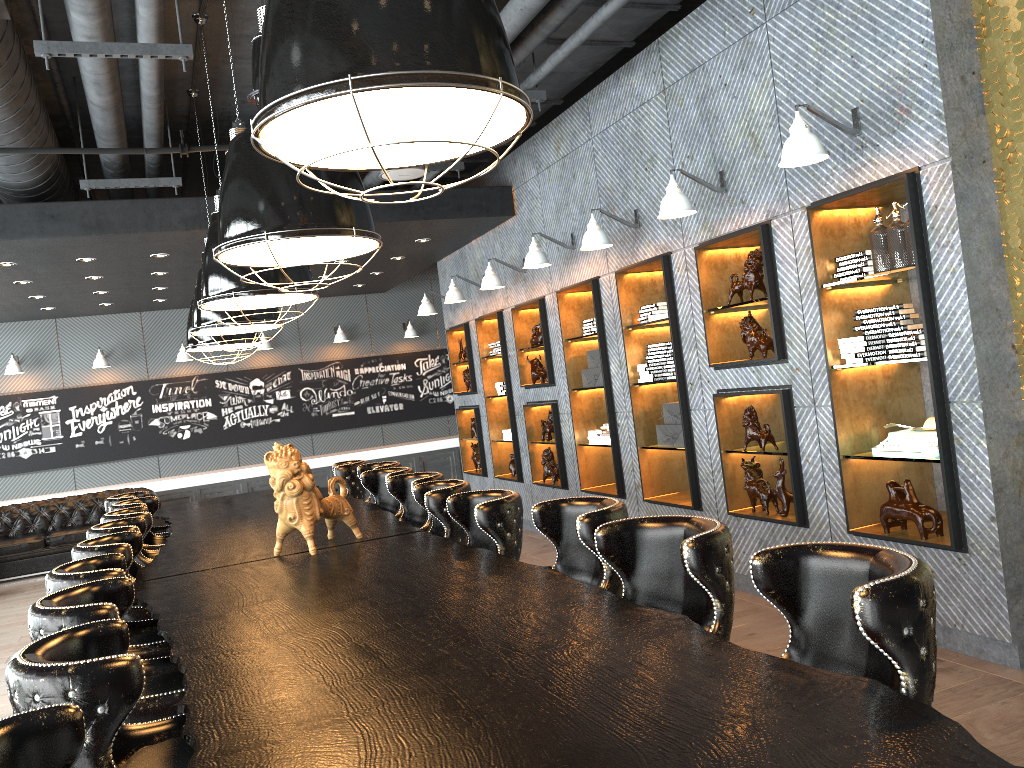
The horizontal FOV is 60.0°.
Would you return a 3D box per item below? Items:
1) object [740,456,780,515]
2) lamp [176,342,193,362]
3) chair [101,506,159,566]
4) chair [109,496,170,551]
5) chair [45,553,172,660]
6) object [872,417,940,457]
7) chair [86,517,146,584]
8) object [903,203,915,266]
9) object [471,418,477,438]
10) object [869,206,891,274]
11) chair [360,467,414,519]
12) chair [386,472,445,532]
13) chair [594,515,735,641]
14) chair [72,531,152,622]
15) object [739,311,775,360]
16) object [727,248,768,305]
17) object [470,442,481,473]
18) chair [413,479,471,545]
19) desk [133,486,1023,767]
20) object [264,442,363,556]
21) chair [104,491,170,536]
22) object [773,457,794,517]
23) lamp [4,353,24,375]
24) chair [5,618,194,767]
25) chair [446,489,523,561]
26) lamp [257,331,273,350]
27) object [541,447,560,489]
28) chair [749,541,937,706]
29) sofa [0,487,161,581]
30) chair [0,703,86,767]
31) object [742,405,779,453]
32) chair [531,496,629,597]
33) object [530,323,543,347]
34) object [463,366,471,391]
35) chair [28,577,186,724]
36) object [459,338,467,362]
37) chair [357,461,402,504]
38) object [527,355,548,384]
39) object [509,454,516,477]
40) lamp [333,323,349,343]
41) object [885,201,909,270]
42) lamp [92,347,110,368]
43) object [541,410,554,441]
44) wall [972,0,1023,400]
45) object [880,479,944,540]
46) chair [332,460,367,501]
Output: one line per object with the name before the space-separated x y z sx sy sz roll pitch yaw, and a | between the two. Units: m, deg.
object | 1.603 0.650 5.716 0.168 0.359 0.266 -7 0 -29
lamp | -4.783 -0.478 12.993 0.244 0.287 0.489 -7 0 -6
chair | -2.174 1.304 5.486 0.568 1.092 0.504 -7 0 -25
chair | -2.427 1.333 6.155 0.568 1.092 0.504 -7 0 -13
chair | -1.441 1.217 3.455 0.568 1.092 0.504 -7 0 -24
object | 2.172 0.270 4.662 0.484 0.149 0.534 -7 0 -23
chair | -1.943 1.276 4.822 0.568 1.092 0.504 -7 0 -19
object | 1.976 -0.748 4.331 0.108 0.349 0.109 -7 -1 38
object | -0.397 0.524 10.759 0.126 0.249 0.253 -7 0 43
object | 1.893 -0.738 4.546 0.108 0.349 0.109 -7 0 23
chair | -0.885 1.142 6.007 0.568 1.092 0.504 -7 0 -31
chair | -0.626 1.112 5.352 0.568 1.092 0.504 -7 0 -27
chair | 0.435 0.986 2.670 0.568 1.092 0.504 -7 0 -29
chair | -1.691 1.246 4.157 0.568 1.092 0.504 -7 0 -17
object | 1.549 -0.299 5.560 0.159 0.338 0.242 -7 0 -17
object | 1.485 -0.679 5.617 0.152 0.325 0.292 -7 0 -24
object | -0.391 0.879 10.720 0.170 0.362 0.268 -7 0 -29
chair | -0.436 1.089 4.697 0.568 1.092 0.504 -7 0 -14
desk | -0.937 1.247 4.132 1.434 0.927 7.591 -7 0 -22
object | -0.941 0.524 4.225 0.249 0.545 0.475 -7 0 31
chair | -2.757 1.373 6.803 0.568 1.092 0.504 -7 0 -13
object | 1.727 0.632 5.488 0.198 0.358 0.116 -7 0 8
lamp | -6.800 -0.283 12.184 0.244 0.287 0.489 -7 0 -6
chair | -0.866 1.148 2.189 0.568 1.092 0.504 -7 0 -28
chair | -0.175 1.059 3.983 0.568 1.092 0.504 -7 0 -20
lamp | -3.735 -0.664 13.418 0.244 0.287 0.489 -7 0 -6
object | 0.390 0.812 8.666 0.177 0.388 0.337 -7 0 -14
chair | 0.706 0.954 2.005 0.568 1.092 0.504 -7 0 -13
sofa | -5.705 1.862 10.997 2.567 0.838 1.239 -7 0 -22
chair | -0.642 1.122 1.492 0.568 1.092 0.504 -7 0 -29
object | 1.549 0.280 5.589 0.135 0.294 0.256 -7 0 -14
chair | 0.215 1.012 3.352 0.568 1.092 0.504 -7 0 -20
object | 0.256 -0.480 8.683 0.138 0.222 0.277 -7 0 -22
object | -0.496 -0.052 10.694 0.155 0.329 0.236 -7 0 -17
chair | -1.164 1.184 2.826 0.568 1.092 0.504 -7 0 -18
object | -0.582 -0.416 10.704 0.097 0.290 0.290 -7 0 -23
chair | -1.050 1.161 6.678 0.568 1.092 0.504 -7 0 -25
object | 0.269 -0.142 8.712 0.154 0.309 0.324 -7 0 -17
object | 0.118 0.876 9.738 0.314 0.251 0.157 -7 0 -6
lamp | -2.671 -0.797 13.847 0.244 0.287 0.489 -7 0 -6
object | 1.935 -0.743 4.438 0.109 0.349 0.108 -7 -1 -37
lamp | -5.801 -0.378 12.585 0.244 0.287 0.489 -7 0 -6
object | 0.348 0.410 8.738 0.143 0.306 0.317 -7 0 -27
wall | 2.668 -0.913 3.147 0.024 4.383 2.444 -7 0 -22
object | 2.047 0.638 4.555 0.165 0.303 0.341 -7 0 -17
chair | -1.419 1.206 7.330 0.568 1.092 0.504 -7 0 -13
